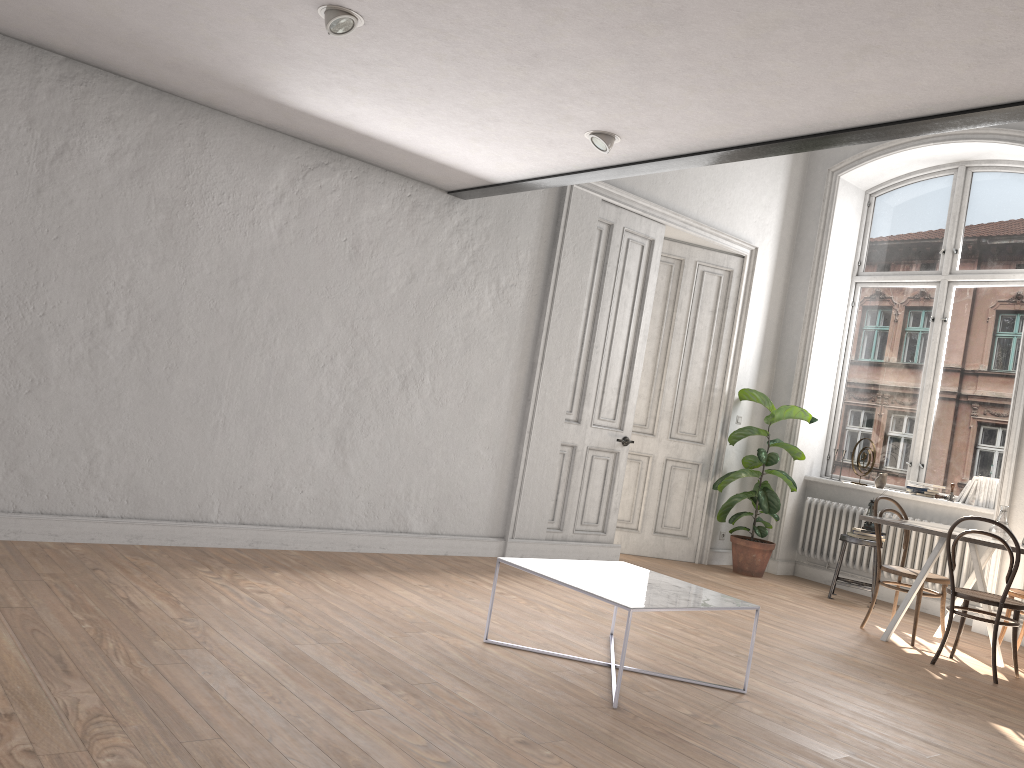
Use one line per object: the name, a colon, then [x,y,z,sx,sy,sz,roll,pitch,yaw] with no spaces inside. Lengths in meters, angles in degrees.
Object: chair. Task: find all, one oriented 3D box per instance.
chair: [3.541,1.399,5.886,0.549,0.920,0.437,11,-2,-41]
chair: [2.843,1.528,7.310,0.363,0.522,0.360,9,-2,25]
chair: [2.818,1.258,5.300,0.549,0.920,0.437,11,-2,-43]
chair: [2.718,1.267,6.074,0.438,0.920,0.549,10,-2,-31]

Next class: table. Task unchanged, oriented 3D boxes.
table: [3.332,1.416,5.328,1.101,0.779,2.199,11,-2,-39]
table: [0.489,1.088,4.021,0.850,0.392,0.849,11,-2,-39]

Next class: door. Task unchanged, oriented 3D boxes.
door: [0.614,-0.019,7.044,1.098,2.813,0.216,11,-2,-38]
door: [1.399,0.141,7.904,1.097,2.813,0.216,10,-1,-14]

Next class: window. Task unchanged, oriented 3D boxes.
window: [3.779,-0.477,7.845,0.013,2.842,1.621,11,-2,-39]

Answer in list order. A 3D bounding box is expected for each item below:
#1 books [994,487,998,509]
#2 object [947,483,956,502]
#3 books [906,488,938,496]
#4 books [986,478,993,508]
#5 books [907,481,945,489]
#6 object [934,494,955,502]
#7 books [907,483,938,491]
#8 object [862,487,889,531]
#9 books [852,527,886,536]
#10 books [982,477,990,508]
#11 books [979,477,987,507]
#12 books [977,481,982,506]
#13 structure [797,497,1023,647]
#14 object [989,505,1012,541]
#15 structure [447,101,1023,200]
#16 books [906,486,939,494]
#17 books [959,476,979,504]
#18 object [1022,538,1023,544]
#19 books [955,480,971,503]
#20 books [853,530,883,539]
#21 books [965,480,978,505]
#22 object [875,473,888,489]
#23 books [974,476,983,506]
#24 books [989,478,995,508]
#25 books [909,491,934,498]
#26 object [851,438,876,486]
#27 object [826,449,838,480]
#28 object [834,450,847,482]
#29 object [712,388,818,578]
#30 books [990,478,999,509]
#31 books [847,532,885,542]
books: [3.916,0.906,7.100,0.155,0.205,0.020,11,-2,-39]
object: [3.640,0.895,7.334,0.048,0.153,0.088,9,-2,21]
books: [3.504,0.923,7.575,0.155,0.022,0.205,10,-2,-19]
books: [3.891,0.885,7.161,0.175,0.243,0.019,11,-2,-39]
books: [3.536,0.859,7.562,0.174,0.019,0.243,11,-2,-29]
object: [3.620,0.947,7.435,0.153,0.048,0.088,10,-2,1]
books: [3.504,0.879,7.564,0.205,0.020,0.155,8,-2,41]
object: [3.007,1.022,7.332,0.163,0.383,0.154,9,-2,25]
books: [2.944,1.217,7.317,0.221,0.027,0.147,10,-2,-7]
books: [3.865,0.881,7.166,0.175,0.243,0.019,11,-2,-39]
books: [3.845,0.878,7.177,0.175,0.243,0.024,11,-2,-39]
books: [3.836,0.896,7.200,0.155,0.205,0.020,11,-2,-39]
structure: [4.552,-0.222,6.195,0.340,4.473,5.179,11,-2,-39]
object: [3.096,0.878,5.604,0.132,0.219,0.132,8,-2,40]
structure: [0.034,-1.934,2.485,4.161,1.213,5.923,11,-2,-39]
books: [3.508,0.901,7.572,0.147,0.023,0.221,10,-2,-23]
books: [3.776,0.873,7.277,0.175,0.235,0.100,11,-2,-39]
object: [3.268,0.938,5.584,0.083,0.158,0.083,11,-2,-43]
books: [3.751,0.890,7.309,0.155,0.194,0.105,11,-2,-40]
books: [2.939,1.239,7.318,0.232,0.029,0.163,9,-2,22]
books: [3.790,0.891,7.258,0.155,0.203,0.072,11,-2,-39]
object: [3.267,0.854,7.854,0.100,0.142,0.102,9,-2,26]
books: [3.838,0.879,7.234,0.175,0.243,0.024,11,-2,-39]
books: [3.908,0.888,7.147,0.175,0.243,0.024,11,-2,-39]
books: [3.499,0.945,7.581,0.147,0.023,0.221,9,-2,10]
object: [3.173,0.701,8.010,0.087,0.425,0.347,10,-2,-6]
object: [2.999,0.749,8.270,0.095,0.289,0.095,10,-1,-7]
object: [3.028,0.750,8.143,0.095,0.289,0.095,10,-1,-16]
object: [3.632,0.941,5.753,0.792,1.842,5.824,11,-2,-34]
books: [3.904,0.886,7.117,0.175,0.243,0.019,11,-2,-39]
books: [2.925,1.263,7.324,0.246,0.034,0.194,10,-2,1]
